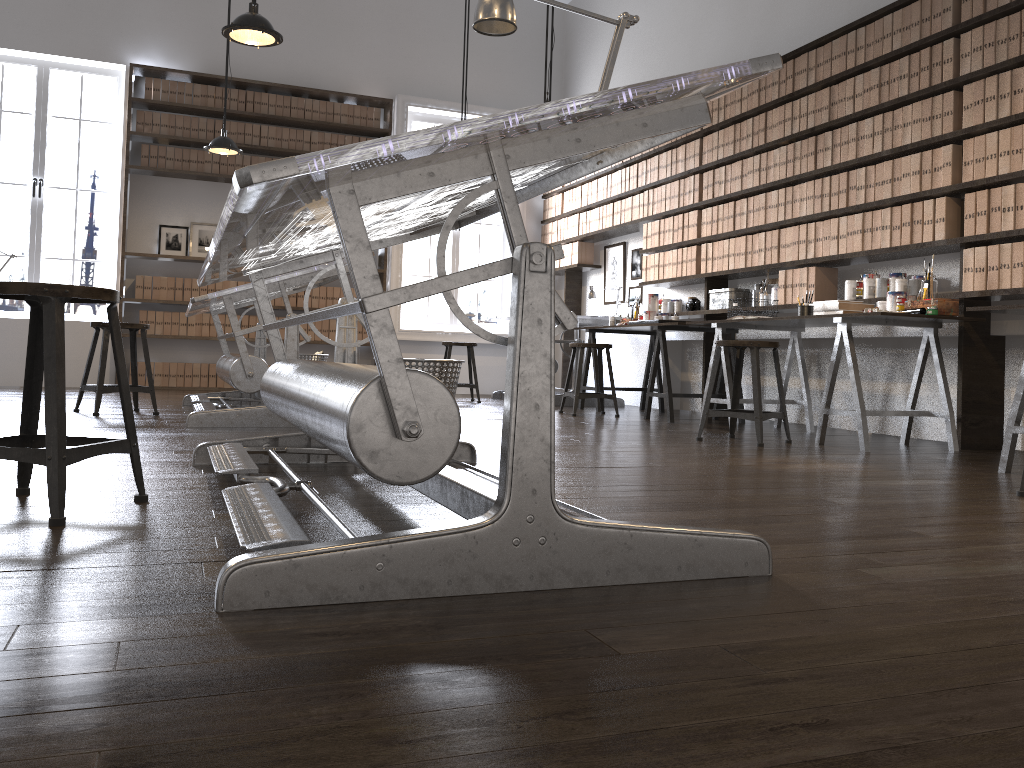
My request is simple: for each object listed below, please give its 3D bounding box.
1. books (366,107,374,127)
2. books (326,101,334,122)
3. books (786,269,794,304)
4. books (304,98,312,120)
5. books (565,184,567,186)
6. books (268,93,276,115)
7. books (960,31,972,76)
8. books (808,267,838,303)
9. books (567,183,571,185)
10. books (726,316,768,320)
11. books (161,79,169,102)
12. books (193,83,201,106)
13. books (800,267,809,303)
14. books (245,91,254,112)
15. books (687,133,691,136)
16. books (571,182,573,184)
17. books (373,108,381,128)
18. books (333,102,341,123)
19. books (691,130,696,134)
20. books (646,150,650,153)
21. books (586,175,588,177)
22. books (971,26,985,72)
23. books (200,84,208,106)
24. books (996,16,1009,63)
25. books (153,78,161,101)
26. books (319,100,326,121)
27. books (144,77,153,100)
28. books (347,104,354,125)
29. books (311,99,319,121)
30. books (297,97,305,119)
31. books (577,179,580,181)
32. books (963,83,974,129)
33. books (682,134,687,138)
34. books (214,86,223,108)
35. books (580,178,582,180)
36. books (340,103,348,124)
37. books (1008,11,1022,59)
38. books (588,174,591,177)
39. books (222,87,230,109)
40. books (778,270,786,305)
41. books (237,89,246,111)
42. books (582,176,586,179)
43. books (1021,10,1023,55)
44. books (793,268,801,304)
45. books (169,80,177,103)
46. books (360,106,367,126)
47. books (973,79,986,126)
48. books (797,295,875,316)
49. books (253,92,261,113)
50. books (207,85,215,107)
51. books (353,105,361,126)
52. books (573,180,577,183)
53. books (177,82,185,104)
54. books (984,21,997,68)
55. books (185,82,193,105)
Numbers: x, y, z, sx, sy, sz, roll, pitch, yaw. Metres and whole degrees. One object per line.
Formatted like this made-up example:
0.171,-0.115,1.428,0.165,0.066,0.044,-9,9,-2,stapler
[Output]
-1.475,-2.717,9.114,0.066,0.226,0.174,2,0,-21,books
-1.858,-2.725,8.967,0.066,0.226,0.174,2,0,-21,books
1.860,-0.621,5.717,0.174,0.226,0.066,2,-1,-21,books
-2.054,-2.730,8.886,0.066,0.226,0.174,2,0,-21,books
0.634,-2.123,9.074,0.174,0.226,0.066,2,-1,-21,books
-2.382,-2.737,8.765,0.066,0.226,0.174,2,0,-21,books
2.369,-1.661,4.500,0.174,0.226,0.066,2,-1,-21,books
1.937,-0.613,5.518,0.174,0.226,0.066,2,-1,-21,books
0.655,-2.120,9.003,0.174,0.226,0.067,2,-1,-21,books
1.485,-0.387,5.272,0.256,0.029,0.355,1,2,-21,books
-3.296,-2.758,8.415,0.066,0.226,0.174,2,0,-21,books
-3.033,-2.752,8.516,0.066,0.226,0.174,2,0,-21,books
1.907,-0.616,5.583,0.174,0.226,0.066,2,-1,-21,books
-2.579,-2.742,8.687,0.067,0.226,0.174,2,0,-21,books
1.460,-2.036,6.918,0.174,0.226,0.066,2,-1,-21,books
0.687,-2.117,8.935,0.174,0.226,0.066,2,-1,-21,books
-1.408,-2.715,9.136,0.066,0.226,0.174,2,0,-21,books
-1.791,-2.724,8.988,0.067,0.226,0.174,2,0,-21,books
1.481,-2.033,6.851,0.174,0.226,0.066,2,-1,-21,books
1.229,-2.060,7.509,0.174,0.226,0.066,2,-1,-21,books
0.810,-2.104,8.610,0.174,0.226,0.066,2,-1,-21,books
2.392,-1.658,4.431,0.174,0.226,0.066,2,-1,-21,books
-2.975,-2.751,8.540,0.066,0.226,0.174,2,0,-21,books
2.444,-1.653,4.306,0.174,0.226,0.066,2,-1,-21,books
-3.363,-2.759,8.386,0.066,0.226,0.174,2,0,-21,books
-1.924,-2.727,8.944,0.066,0.226,0.174,2,0,-21,books
-3.430,-2.761,8.360,0.067,0.226,0.174,2,0,-21,books
-1.666,-2.721,9.040,0.066,0.226,0.174,2,0,-21,books
-1.988,-2.728,8.915,0.066,0.226,0.174,2,0,-21,books
-2.122,-2.731,8.860,0.067,0.226,0.174,2,0,-21,books
0.738,-2.112,8.802,0.174,0.226,0.066,2,-1,-21,books
2.369,-1.391,4.473,0.174,0.226,0.066,2,-1,-21,books
1.433,-2.038,6.982,0.174,0.226,0.066,2,-1,-21,books
-2.850,-2.748,8.589,0.066,0.226,0.174,2,0,-21,books
0.763,-2.109,8.736,0.174,0.226,0.066,2,-1,-21,books
-1.724,-2.722,9.016,0.066,0.226,0.174,2,0,-21,books
2.470,-1.651,4.245,0.174,0.226,0.066,2,-1,-21,books
0.831,-2.102,8.551,0.174,0.226,0.066,2,-1,-21,books
-2.784,-2.746,8.614,0.066,0.226,0.174,2,0,-21,books
1.830,-0.623,5.778,0.174,0.226,0.067,2,-1,-21,books
-2.651,-2.743,8.665,0.066,0.226,0.174,2,0,-21,books
0.781,-2.107,8.671,0.174,0.226,0.067,2,-1,-21,books
2.491,-1.648,4.174,0.174,0.226,0.067,2,-1,-21,books
1.885,-0.618,5.651,0.174,0.226,0.066,2,-1,-21,books
-3.233,-2.756,8.444,0.066,0.226,0.174,2,0,-21,books
-1.541,-2.718,9.089,0.066,0.226,0.174,2,0,-21,books
2.388,-1.389,4.412,0.174,0.226,0.067,2,-1,-21,books
1.794,-0.424,4.966,0.385,0.148,0.294,1,1,-21,books
-2.512,-2.740,8.718,0.066,0.226,0.174,2,0,-21,books
-2.911,-2.749,8.559,0.067,0.226,0.174,2,0,-21,books
-1.602,-2.719,9.059,0.067,0.226,0.174,2,0,-21,books
0.708,-2.114,8.867,0.174,0.226,0.066,2,-1,-21,books
-3.167,-2.755,8.467,0.066,0.226,0.174,2,0,-21,books
2.418,-1.656,4.363,0.174,0.226,0.067,2,-1,-21,books
-3.100,-2.753,8.488,0.067,0.226,0.174,2,0,-21,books
